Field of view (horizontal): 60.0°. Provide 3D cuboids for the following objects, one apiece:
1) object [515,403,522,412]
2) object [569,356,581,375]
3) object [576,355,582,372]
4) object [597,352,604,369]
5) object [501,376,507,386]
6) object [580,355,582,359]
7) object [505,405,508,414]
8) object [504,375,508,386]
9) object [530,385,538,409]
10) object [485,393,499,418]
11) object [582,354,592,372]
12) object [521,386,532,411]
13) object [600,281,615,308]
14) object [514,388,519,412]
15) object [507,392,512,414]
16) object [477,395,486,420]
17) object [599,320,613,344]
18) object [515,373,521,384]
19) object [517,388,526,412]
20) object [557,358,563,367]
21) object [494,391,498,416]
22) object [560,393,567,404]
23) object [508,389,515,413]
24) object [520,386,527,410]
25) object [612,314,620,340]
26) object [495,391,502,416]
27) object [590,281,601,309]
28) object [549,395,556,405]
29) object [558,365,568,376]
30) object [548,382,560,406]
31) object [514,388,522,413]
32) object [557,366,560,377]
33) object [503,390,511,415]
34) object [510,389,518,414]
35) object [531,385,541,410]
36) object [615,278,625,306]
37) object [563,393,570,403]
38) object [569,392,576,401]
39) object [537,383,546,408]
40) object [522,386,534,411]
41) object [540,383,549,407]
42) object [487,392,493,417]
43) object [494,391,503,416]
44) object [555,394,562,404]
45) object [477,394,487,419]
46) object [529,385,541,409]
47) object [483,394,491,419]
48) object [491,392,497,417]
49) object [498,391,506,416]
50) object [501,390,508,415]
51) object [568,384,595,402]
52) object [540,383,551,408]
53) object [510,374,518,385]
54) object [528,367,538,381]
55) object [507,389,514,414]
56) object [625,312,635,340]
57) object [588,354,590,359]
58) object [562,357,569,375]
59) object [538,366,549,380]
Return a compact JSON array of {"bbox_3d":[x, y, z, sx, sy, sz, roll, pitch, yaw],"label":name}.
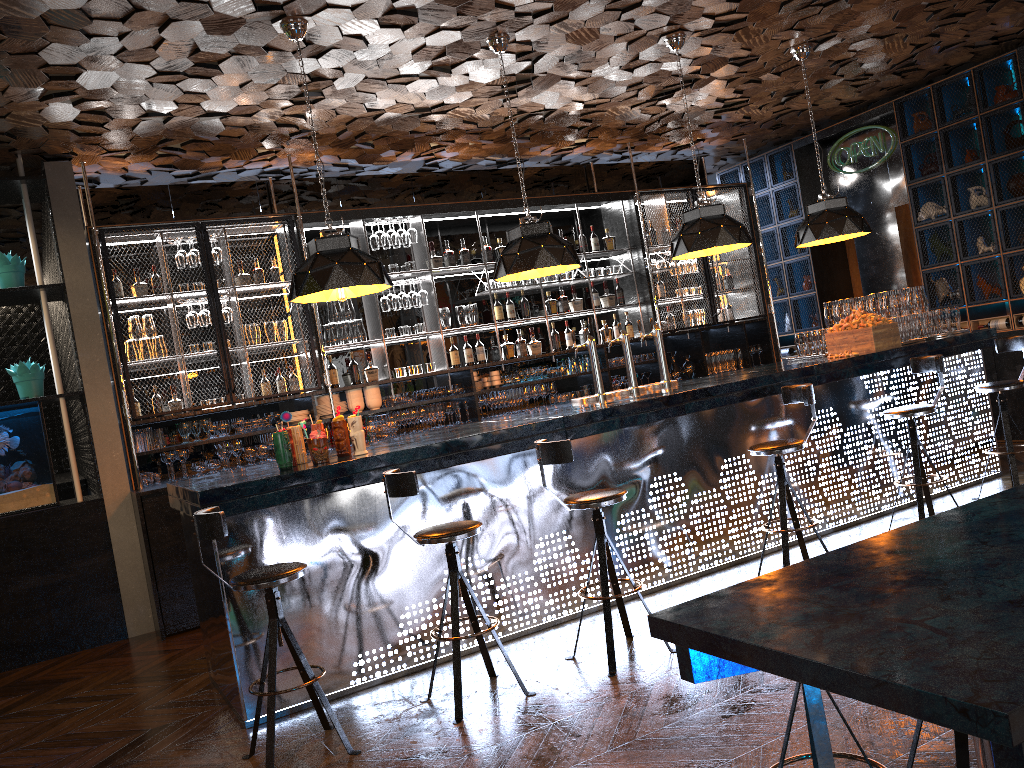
[{"bbox_3d":[0.048,0.155,8.657,0.091,0.229,0.091,-10,1,8],"label":"object"},{"bbox_3d":[0.601,-0.185,8.649,0.115,0.172,0.101,-10,1,2],"label":"object"},{"bbox_3d":[0.666,-0.199,8.818,0.101,0.172,0.115,-10,1,2],"label":"object"},{"bbox_3d":[0.841,-0.228,8.776,0.101,0.172,0.115,-10,1,2],"label":"object"},{"bbox_3d":[-0.075,-0.031,8.563,0.058,0.099,0.067,-9,1,22],"label":"object"},{"bbox_3d":[0.726,-0.212,8.991,0.115,0.172,0.101,-10,1,-18],"label":"object"},{"bbox_3d":[-0.066,0.175,8.530,0.049,0.231,0.049,-10,1,-38],"label":"object"},{"bbox_3d":[-0.041,-0.035,8.504,0.058,0.099,0.067,-10,1,-25],"label":"object"},{"bbox_3d":[0.213,0.125,8.745,0.091,0.229,0.091,-9,1,30],"label":"object"},{"bbox_3d":[-0.187,0.202,8.274,0.108,0.227,0.108,-9,1,32],"label":"object"},{"bbox_3d":[0.729,-0.208,8.707,0.115,0.172,0.101,-11,1,-43],"label":"object"},{"bbox_3d":[0.132,0.142,8.574,0.091,0.229,0.091,-10,1,-7],"label":"object"},{"bbox_3d":[0.982,-0.922,9.156,0.123,0.279,0.123,-10,1,-39],"label":"object"},{"bbox_3d":[0.032,0.159,8.512,0.049,0.231,0.049,-10,1,-20],"label":"object"},{"bbox_3d":[-0.031,0.170,8.475,0.049,0.231,0.049,-10,1,9],"label":"object"},{"bbox_3d":[-0.287,0.220,8.219,0.108,0.227,0.108,-10,1,-36],"label":"object"},{"bbox_3d":[0.964,-0.534,9.133,0.151,0.248,0.094,-10,1,-19],"label":"object"},{"bbox_3d":[0.052,-0.050,8.412,0.067,0.099,0.058,-10,1,8],"label":"object"},{"bbox_3d":[0.086,0.151,8.393,0.049,0.231,0.049,-10,1,-33],"label":"object"},{"bbox_3d":[0.489,-0.169,8.864,0.115,0.172,0.101,-11,1,-43],"label":"object"},{"bbox_3d":[-0.165,0.190,8.578,0.058,0.234,0.058,-9,1,16],"label":"object"},{"bbox_3d":[0.501,0.144,8.615,0.067,0.100,0.067,-10,1,-36],"label":"object"},{"bbox_3d":[-0.004,0.164,8.559,0.049,0.231,0.049,-10,1,-25],"label":"object"},{"bbox_3d":[0.128,0.141,8.701,0.091,0.229,0.091,-9,1,24],"label":"object"},{"bbox_3d":[1.087,-0.582,9.217,0.086,0.298,0.086,-9,1,21],"label":"object"},{"bbox_3d":[-0.124,0.184,8.510,0.058,0.234,0.058,-9,1,39],"label":"object"},{"bbox_3d":[0.847,-0.909,9.109,0.086,0.298,0.086,-9,1,21],"label":"object"},{"bbox_3d":[0.401,0.158,8.814,0.067,0.100,0.067,-10,1,-36],"label":"object"},{"bbox_3d":[0.498,-0.129,8.616,0.098,0.097,0.098,-10,1,6],"label":"object"},{"bbox_3d":[0.401,0.095,8.588,0.091,0.229,0.091,-9,1,34],"label":"object"},{"bbox_3d":[0.058,0.155,8.452,0.049,0.231,0.049,-10,1,-24],"label":"object"},{"bbox_3d":[0.446,-0.121,8.710,0.098,0.097,0.098,-10,1,-3],"label":"object"},{"bbox_3d":[-0.049,0.174,8.341,0.058,0.234,0.058,-10,1,-25],"label":"object"},{"bbox_3d":[0.021,0.163,8.358,0.049,0.231,0.049,-10,1,-16],"label":"object"},{"bbox_3d":[0.237,0.125,8.502,0.091,0.229,0.091,-9,1,19],"label":"object"},{"bbox_3d":[1.119,-0.958,9.251,0.086,0.299,0.086,-9,1,21],"label":"object"},{"bbox_3d":[0.535,0.136,8.772,0.067,0.099,0.067,-9,1,34],"label":"object"},{"bbox_3d":[0.593,0.128,8.662,0.067,0.099,0.067,-9,1,34],"label":"object"},{"bbox_3d":[0.299,0.112,8.662,0.091,0.229,0.091,-10,1,-35],"label":"object"},{"bbox_3d":[0.149,0.141,8.450,0.091,0.229,0.091,-10,1,-42],"label":"object"},{"bbox_3d":[0.299,0.110,8.795,0.091,0.229,0.091,-10,1,-30],"label":"object"},{"bbox_3d":[-0.205,0.198,8.521,0.058,0.234,0.058,-10,1,-25],"label":"object"},{"bbox_3d":[-0.132,0.187,8.382,0.058,0.234,0.058,-10,1,-5],"label":"object"},{"bbox_3d":[0.461,0.149,8.720,0.067,0.100,0.067,-10,1,-36],"label":"object"},{"bbox_3d":[-0.296,0.217,8.487,0.108,0.227,0.108,-10,1,8],"label":"object"},{"bbox_3d":[0.215,0.127,8.619,0.091,0.229,0.091,-10,1,4],"label":"object"},{"bbox_3d":[-0.240,0.209,8.380,0.108,0.227,0.108,-9,1,27],"label":"object"},{"bbox_3d":[-0.166,0.192,8.446,0.058,0.234,0.058,-9,1,37],"label":"object"},{"bbox_3d":[-0.094,0.182,8.306,0.058,0.234,0.058,-9,1,15],"label":"object"},{"bbox_3d":[-0.084,0.178,8.430,0.058,0.234,0.058,-10,1,5],"label":"object"},{"bbox_3d":[0.717,0.085,8.858,0.356,0.134,0.206,-10,1,-21],"label":"object"},{"bbox_3d":[0.317,0.111,8.544,0.091,0.229,0.091,-10,1,-1],"label":"object"},{"bbox_3d":[0.018,-0.043,8.349,0.058,0.099,0.067,-9,1,17],"label":"object"},{"bbox_3d":[0.212,-0.092,8.495,0.100,0.125,0.100,-10,1,11],"label":"object"},{"bbox_3d":[-0.009,0.167,8.417,0.049,0.231,0.049,-10,1,-19],"label":"object"},{"bbox_3d":[1.220,-0.605,9.273,0.080,0.299,0.080,-10,1,-26],"label":"object"},{"bbox_3d":[0.792,-0.221,8.883,0.115,0.172,0.101,-11,1,-43],"label":"object"},{"bbox_3d":[0.540,-0.176,8.753,0.115,0.172,0.101,-10,1,-18],"label":"object"},{"bbox_3d":[0.307,-0.110,8.549,0.108,0.126,0.108,-10,1,6],"label":"object"}]
